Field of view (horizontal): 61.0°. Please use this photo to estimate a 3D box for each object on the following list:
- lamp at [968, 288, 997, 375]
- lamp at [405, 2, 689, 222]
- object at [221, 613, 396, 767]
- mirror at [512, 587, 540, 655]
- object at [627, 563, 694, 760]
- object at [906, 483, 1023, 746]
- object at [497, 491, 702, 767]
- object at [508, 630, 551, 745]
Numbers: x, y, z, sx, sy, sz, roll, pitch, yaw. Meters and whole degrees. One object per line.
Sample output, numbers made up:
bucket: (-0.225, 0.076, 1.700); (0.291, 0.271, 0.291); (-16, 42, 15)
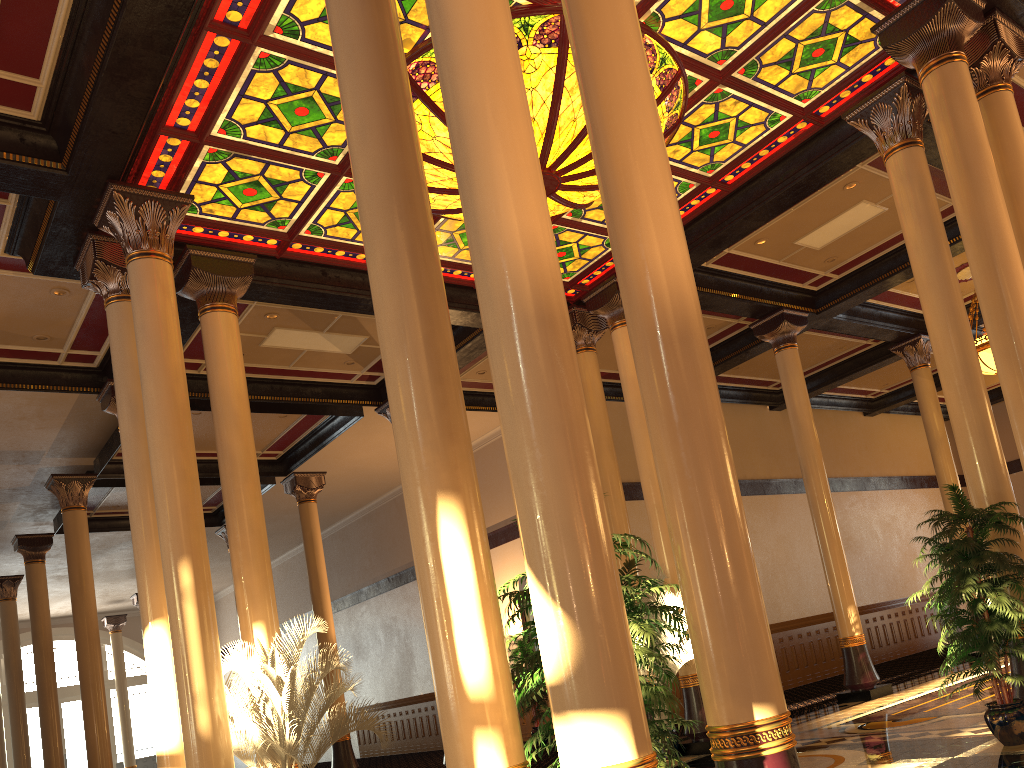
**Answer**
lamp: (7.575, -0.910, 13.727); (1.234, 1.855, 1.182); (0, -16, -44)
lamp: (0.174, -2.062, 7.888); (3.109, 0.585, 2.996); (4, -24, -40)
object: (-1.803, 3.146, 7.716); (2.037, 2.196, 1.887); (-21, -16, 37)
mirror: (0.555, 4.476, 16.844); (0.206, 1.510, 1.386); (-4, -14, -38)
object: (1.796, 3.249, 10.179); (2.135, 2.212, 1.827); (-1, -16, -36)
object: (3.798, 1.848, 7.035); (1.026, 2.094, 1.121); (-19, -13, 38)
object: (0.473, 1.597, 4.333); (1.071, 2.094, 1.074); (-13, -11, 9)
object: (0.372, 5.594, 16.074); (1.071, 2.094, 1.074); (-13, -11, 9)
